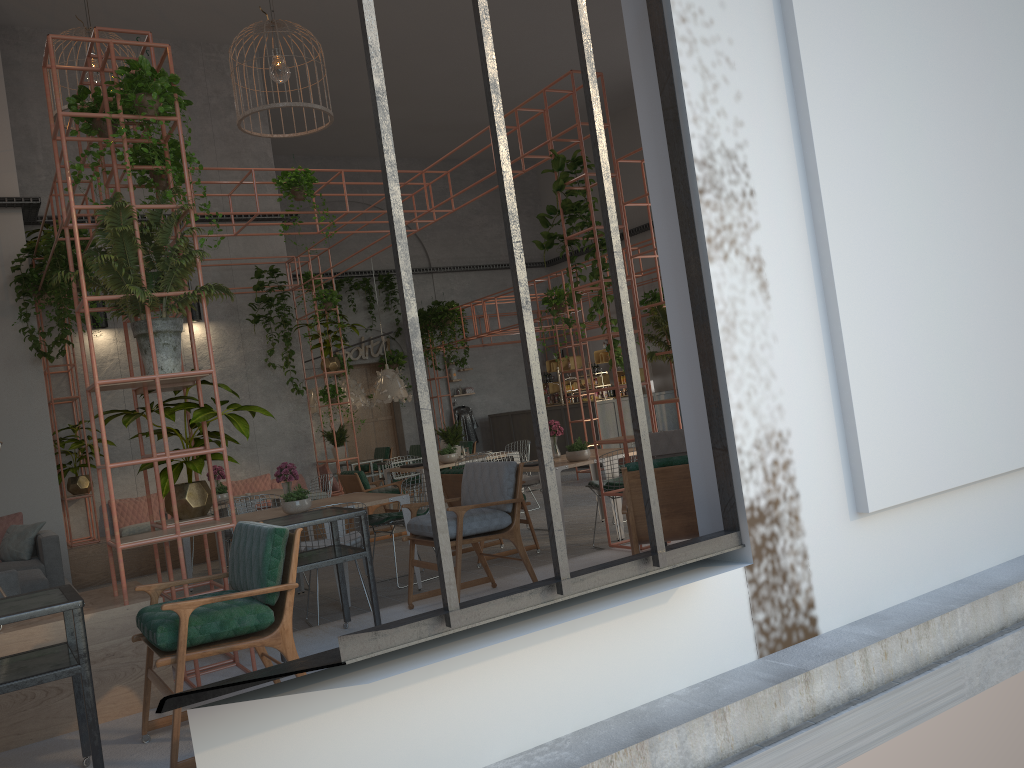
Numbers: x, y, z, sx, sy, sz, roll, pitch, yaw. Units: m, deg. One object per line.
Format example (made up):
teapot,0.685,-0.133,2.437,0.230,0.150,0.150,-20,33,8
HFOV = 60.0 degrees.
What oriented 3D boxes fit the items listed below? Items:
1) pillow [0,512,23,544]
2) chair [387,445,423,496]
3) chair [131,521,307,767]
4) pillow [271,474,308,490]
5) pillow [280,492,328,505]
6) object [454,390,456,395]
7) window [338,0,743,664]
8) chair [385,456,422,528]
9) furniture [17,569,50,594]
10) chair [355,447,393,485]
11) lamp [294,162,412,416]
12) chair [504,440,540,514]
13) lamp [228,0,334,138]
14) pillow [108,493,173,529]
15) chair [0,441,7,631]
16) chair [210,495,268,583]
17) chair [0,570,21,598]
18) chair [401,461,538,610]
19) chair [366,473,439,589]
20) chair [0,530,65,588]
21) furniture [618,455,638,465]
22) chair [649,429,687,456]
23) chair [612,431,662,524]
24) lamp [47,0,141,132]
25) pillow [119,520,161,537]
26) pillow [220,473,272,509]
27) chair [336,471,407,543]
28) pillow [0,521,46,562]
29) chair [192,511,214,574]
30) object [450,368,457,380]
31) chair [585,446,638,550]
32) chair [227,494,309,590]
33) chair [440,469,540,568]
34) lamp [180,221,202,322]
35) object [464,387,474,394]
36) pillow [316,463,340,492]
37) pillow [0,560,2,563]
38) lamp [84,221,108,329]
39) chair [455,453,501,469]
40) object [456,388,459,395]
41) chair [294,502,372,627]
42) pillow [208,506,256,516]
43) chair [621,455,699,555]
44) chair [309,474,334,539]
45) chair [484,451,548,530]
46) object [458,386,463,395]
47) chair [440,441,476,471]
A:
pillow,-5.401,1.611,8.988,0.836,0.476,0.273,-8,-1,-31
chair,-1.897,1.624,16.521,0.685,0.930,0.722,-8,-1,-32
chair,-1.305,1.133,3.987,0.685,0.929,0.722,-8,-1,-32
pillow,-3.260,1.534,12.818,0.666,0.385,0.289,-7,-1,-36
pillow,-2.976,1.628,12.509,0.637,0.149,0.491,-8,-1,-31
object,-1.311,0.176,20.249,0.055,0.164,0.092,-8,-1,-13
window,-1.153,-1.840,2.620,4.126,5.544,0.089,-8,-1,-32
chair,-1.370,1.468,12.301,0.565,0.941,0.717,-8,-1,-30
furniture,-4.443,1.879,7.496,0.941,0.446,0.975,-8,-1,-32
chair,-2.792,1.777,17.998,0.685,0.930,0.722,-8,-1,-32
lamp,-3.178,-1.499,16.115,0.704,4.052,4.456,-8,-1,-32
chair,-0.045,1.273,12.039,0.717,0.941,0.565,-8,-1,-35
lamp,-2.362,-4.166,8.336,0.883,3.476,0.883,-9,-1,21
pillow,-4.903,1.706,11.829,0.839,0.474,0.276,-7,-1,-41
chair,-2.925,0.810,4.481,0.717,0.941,0.565,-8,-1,-23
chair,-2.789,1.622,9.245,0.565,0.941,0.717,-8,-1,-15
chair,-4.025,1.640,6.198,1.056,0.586,1.127,-8,-1,-32
chair,-0.304,1.022,5.973,0.685,0.929,0.722,-8,-1,-32
chair,-1.018,1.351,8.231,0.717,0.941,0.565,-8,-1,-35
chair,-5.057,1.873,8.692,1.127,0.672,1.052,-8,-1,-32
furniture,2.269,1.228,14.197,0.941,0.446,0.976,-8,-1,-32
chair,1.365,0.801,6.668,0.722,0.914,0.685,-8,-1,8
chair,1.407,1.026,9.677,0.717,0.941,0.565,-8,-1,-35
lamp,-4.541,-4.479,9.282,0.883,3.476,0.883,-9,-1,21
pillow,-4.721,1.861,11.427,0.637,0.149,0.491,-8,-1,-31
pillow,-3.799,1.557,12.463,0.839,0.474,0.276,-8,-1,-11
chair,-1.711,1.502,11.098,0.685,0.917,0.722,-8,-1,-32
pillow,-4.947,1.590,8.886,0.495,0.349,0.308,-8,-1,18
chair,-3.754,1.786,10.823,0.565,0.941,0.717,-8,-1,-30
object,-1.346,-0.260,20.255,0.136,0.336,0.145,-8,-1,-17
chair,1.047,1.056,8.361,0.565,0.941,0.717,-8,-1,-15
chair,-2.342,1.545,8.493,0.565,0.941,0.717,-8,-1,-30
chair,-0.260,1.254,8.735,0.685,0.917,0.722,-8,-1,-32
lamp,-4.519,-1.588,12.378,0.179,1.425,0.185,-8,-1,-32
object,-0.994,0.146,20.430,0.219,0.149,0.129,-8,-1,-32
pillow,-2.966,1.460,13.721,0.276,0.474,0.839,-7,-1,-41
pillow,-5.354,1.665,8.697,0.441,0.317,0.479,-9,-1,40
lamp,-5.540,-1.451,11.745,0.179,1.425,0.185,-8,-1,-32
chair,-0.405,1.303,10.723,0.565,0.941,0.717,-8,-1,-15
object,-1.245,0.173,20.266,0.063,0.151,0.063,-9,-1,45
chair,-1.377,1.381,6.915,0.565,0.941,0.717,-8,-1,-15
pillow,-3.835,1.743,11.976,0.637,0.149,0.491,-8,-1,-31
chair,0.990,0.822,4.797,0.722,0.917,0.685,-8,-1,8
chair,-2.430,1.592,10.561,0.717,0.941,0.565,-8,-1,-35
chair,0.082,1.221,9.938,0.565,0.941,0.717,-8,-1,-30
object,-1.180,0.138,20.318,0.081,0.204,0.081,-8,-1,-31
chair,-0.983,1.468,15.013,0.685,0.929,0.722,-8,-1,-32
